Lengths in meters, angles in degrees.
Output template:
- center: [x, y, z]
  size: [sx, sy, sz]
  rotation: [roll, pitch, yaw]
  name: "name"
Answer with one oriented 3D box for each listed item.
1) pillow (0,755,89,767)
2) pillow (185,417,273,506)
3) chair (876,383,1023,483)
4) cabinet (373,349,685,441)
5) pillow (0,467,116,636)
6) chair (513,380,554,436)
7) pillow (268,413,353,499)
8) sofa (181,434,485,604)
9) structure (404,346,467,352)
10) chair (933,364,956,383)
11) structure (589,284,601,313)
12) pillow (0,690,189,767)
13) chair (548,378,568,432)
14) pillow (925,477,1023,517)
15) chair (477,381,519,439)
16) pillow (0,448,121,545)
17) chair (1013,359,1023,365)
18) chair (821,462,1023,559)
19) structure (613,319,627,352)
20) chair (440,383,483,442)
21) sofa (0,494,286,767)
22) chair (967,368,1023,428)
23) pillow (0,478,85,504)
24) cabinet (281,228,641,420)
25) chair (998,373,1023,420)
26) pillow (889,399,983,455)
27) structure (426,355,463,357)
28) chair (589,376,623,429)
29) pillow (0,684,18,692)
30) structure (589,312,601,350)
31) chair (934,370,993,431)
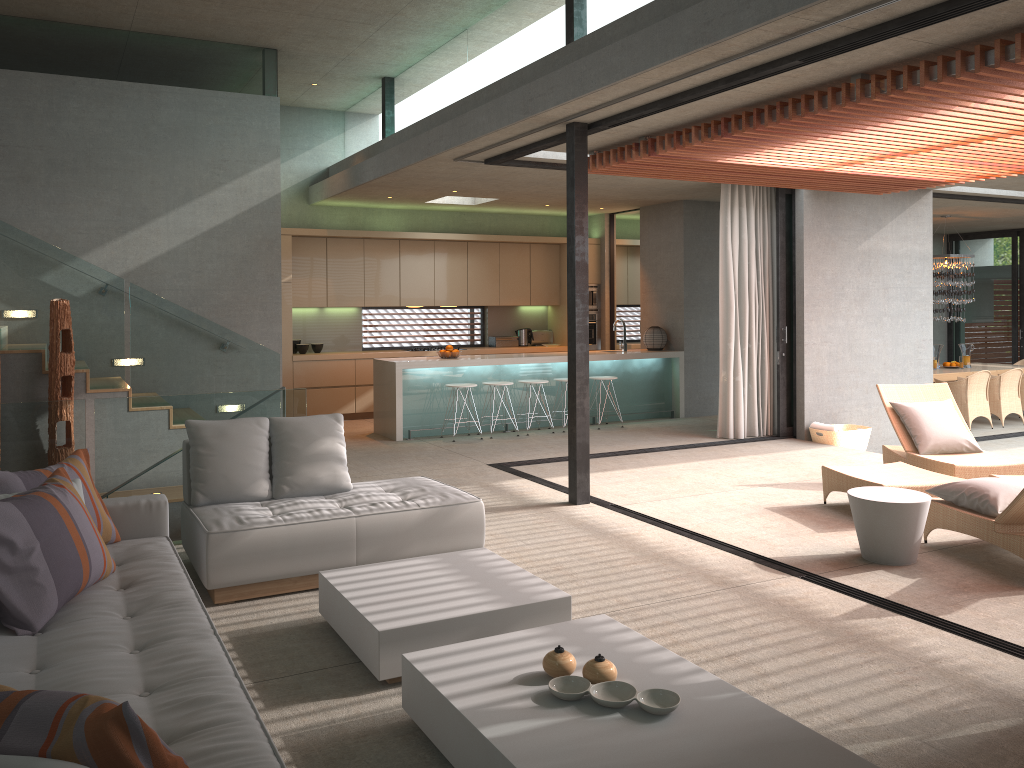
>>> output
- center: [-0.894, 0.863, 1.639]
  size: [0.618, 0.420, 0.312]
  rotation: [0, 2, 9]
  name: "pillow"
- center: [-1.684, 0.454, 5.275]
  size: [0.492, 0.497, 0.238]
  rotation: [-2, 2, -27]
  name: "pillow"
- center: [3.800, 0.506, 6.929]
  size: [0.700, 0.825, 2.302]
  rotation: [-1, 5, -8]
  name: "chair"
- center: [0.322, 0.074, 11.375]
  size: [4.124, 0.898, 0.802]
  rotation: [-3, 3, -27]
  name: "cabinet"
- center: [-1.825, 0.630, 3.492]
  size: [0.311, 0.493, 0.739]
  rotation: [-1, 4, -4]
  name: "pillow"
- center: [0.259, 0.275, 10.689]
  size: [0.382, 0.623, 0.382]
  rotation: [-1, 2, -27]
  name: "chair"
- center: [-1.256, 0.442, 5.494]
  size: [0.492, 0.483, 0.266]
  rotation: [-2, 2, -27]
  name: "pillow"
- center: [-1.087, 0.698, 5.307]
  size: [1.597, 0.732, 1.015]
  rotation: [-3, 4, -27]
  name: "sofa"
- center: [-1.125, -0.486, 12.765]
  size: [0.839, 0.091, 0.465]
  rotation: [-3, 6, -27]
  name: "structure"
- center: [7.527, -0.063, 15.799]
  size: [0.618, 0.862, 0.631]
  rotation: [-1, 2, -27]
  name: "chair"
- center: [1.011, -1.338, 13.845]
  size: [0.597, 0.437, 0.461]
  rotation: [-2, 3, -27]
  name: "structure"
- center: [-0.930, 0.803, 1.832]
  size: [0.655, 0.442, 0.341]
  rotation: [1, 2, 16]
  name: "pillow"
- center: [0.699, 0.251, 10.920]
  size: [0.382, 0.623, 0.382]
  rotation: [-1, 2, -27]
  name: "chair"
- center: [3.041, 0.694, 5.528]
  size: [0.595, 0.194, 0.595]
  rotation: [-2, 5, -16]
  name: "pillow"
- center: [-0.167, 0.297, 10.468]
  size: [0.382, 0.623, 0.382]
  rotation: [-1, 2, -27]
  name: "chair"
- center: [-2.124, 0.571, 4.035]
  size: [0.279, 0.503, 0.699]
  rotation: [0, 3, 16]
  name: "pillow"
- center: [8.877, -0.028, 15.308]
  size: [0.630, 0.862, 0.618]
  rotation: [-1, 2, -27]
  name: "chair"
- center: [3.002, 0.607, 5.863]
  size: [0.700, 0.825, 2.302]
  rotation: [-1, 5, -12]
  name: "chair"
- center: [1.438, -0.653, 11.920]
  size: [0.097, 0.441, 0.258]
  rotation: [-1, 2, -27]
  name: "structure"
- center: [-0.587, 0.320, 10.250]
  size: [0.382, 0.623, 0.382]
  rotation: [-1, 2, -27]
  name: "chair"
- center: [-1.495, 0.907, 2.899]
  size: [1.050, 0.752, 3.468]
  rotation: [-2, 5, -27]
  name: "sofa"
- center: [7.243, 0.174, 13.183]
  size: [0.618, 0.862, 0.631]
  rotation: [-1, 2, -27]
  name: "chair"
- center: [-1.998, 0.633, 3.766]
  size: [0.239, 0.404, 0.596]
  rotation: [0, 4, 16]
  name: "pillow"
- center: [0.073, -0.876, 12.691]
  size: [7.477, 2.564, 1.968]
  rotation: [-3, 3, -27]
  name: "cabinet"
- center: [7.899, 0.139, 13.524]
  size: [0.618, 0.862, 0.631]
  rotation: [-1, 2, -27]
  name: "chair"
- center: [3.681, 0.369, 7.685]
  size: [0.608, 0.427, 0.428]
  rotation: [-1, 3, -9]
  name: "pillow"
- center: [-1.010, -0.147, 12.546]
  size: [0.829, 0.500, 0.079]
  rotation: [-2, 1, -27]
  name: "structure"
- center: [1.147, 0.227, 11.153]
  size: [0.382, 0.623, 0.382]
  rotation: [-1, 2, -27]
  name: "chair"
- center: [-1.199, 0.829, 2.084]
  size: [0.463, 0.324, 0.226]
  rotation: [1, 2, 26]
  name: "pillow"
- center: [1.023, -0.828, 13.832]
  size: [0.597, 0.579, 0.498]
  rotation: [-2, 3, -27]
  name: "structure"
- center: [6.587, 0.209, 12.843]
  size: [0.618, 0.862, 0.631]
  rotation: [-1, 2, -27]
  name: "chair"
